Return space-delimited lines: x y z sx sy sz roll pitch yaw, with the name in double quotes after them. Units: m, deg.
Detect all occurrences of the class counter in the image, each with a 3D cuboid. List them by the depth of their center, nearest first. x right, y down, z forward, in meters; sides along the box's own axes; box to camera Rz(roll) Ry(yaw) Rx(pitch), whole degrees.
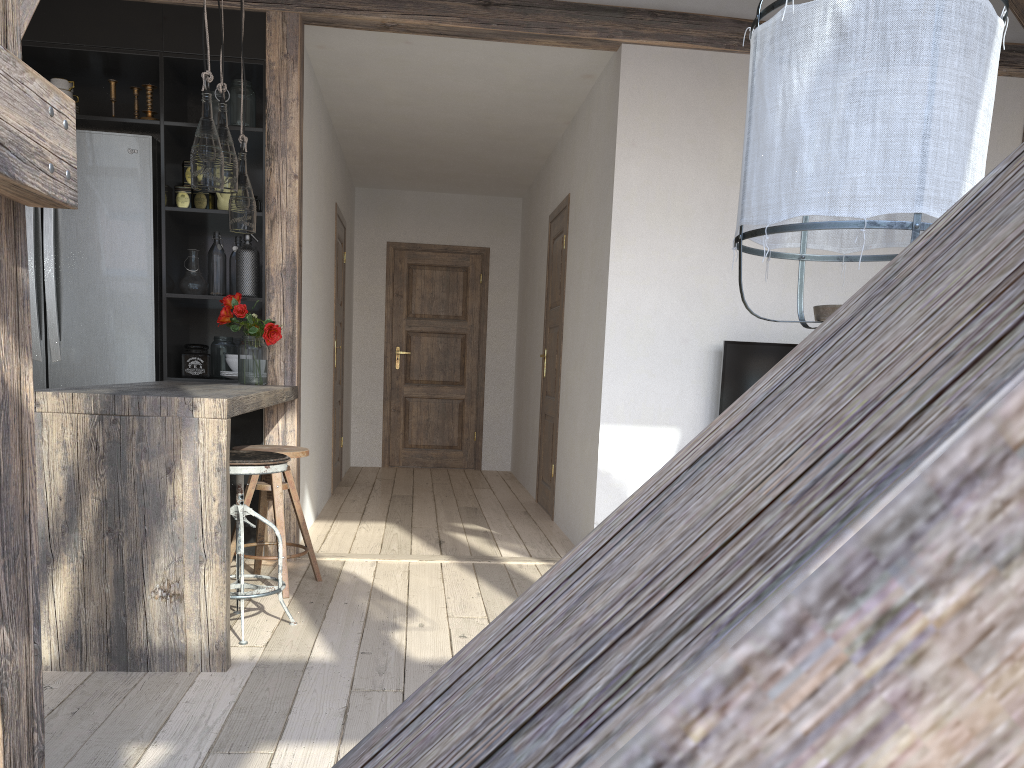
-1.948 0.434 2.261 2.242 0.863 3.771 2 1 -6 "counter"

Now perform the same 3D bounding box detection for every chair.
-0.976 0.566 3.154 0.352 0.645 0.350 6 7 27 "chair"
-1.031 0.572 3.763 0.340 0.604 0.337 4 7 14 "chair"

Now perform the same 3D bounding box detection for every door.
0.270 -0.152 6.006 0.082 2.100 0.828 2 7 -6 "door"
-1.315 -0.234 6.682 0.082 2.100 0.828 2 7 -6 "door"
-0.714 -0.234 8.181 0.941 2.101 0.080 2 8 -6 "door"

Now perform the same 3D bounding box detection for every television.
1.558 0.166 4.388 1.103 0.717 0.203 2 8 -6 "television"

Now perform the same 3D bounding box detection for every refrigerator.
-2.161 -0.176 4.373 0.944 1.949 0.838 2 7 -6 "refrigerator"

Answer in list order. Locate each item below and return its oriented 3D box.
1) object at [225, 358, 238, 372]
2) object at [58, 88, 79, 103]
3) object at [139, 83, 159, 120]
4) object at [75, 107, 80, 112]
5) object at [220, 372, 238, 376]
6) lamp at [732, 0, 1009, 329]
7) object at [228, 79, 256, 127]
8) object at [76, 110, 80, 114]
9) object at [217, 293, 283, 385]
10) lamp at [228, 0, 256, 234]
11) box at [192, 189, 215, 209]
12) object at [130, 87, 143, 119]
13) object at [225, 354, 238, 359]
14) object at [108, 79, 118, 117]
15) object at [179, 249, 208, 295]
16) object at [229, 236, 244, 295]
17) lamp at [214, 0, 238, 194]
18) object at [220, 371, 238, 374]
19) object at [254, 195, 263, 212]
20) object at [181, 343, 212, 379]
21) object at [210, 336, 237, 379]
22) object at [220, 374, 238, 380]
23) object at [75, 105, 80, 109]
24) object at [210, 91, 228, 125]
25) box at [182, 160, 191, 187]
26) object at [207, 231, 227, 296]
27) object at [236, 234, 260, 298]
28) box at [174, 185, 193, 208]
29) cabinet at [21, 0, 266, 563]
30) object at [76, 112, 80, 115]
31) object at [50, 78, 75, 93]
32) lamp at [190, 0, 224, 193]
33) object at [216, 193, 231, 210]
-1.316 -0.080 4.305 0.162 0.086 0.161 3 3 7 "object"
-2.026 -1.283 3.969 0.094 0.068 0.105 3 3 4 "object"
-1.640 -1.274 3.983 0.096 0.175 0.095 -2 8 -32 "object"
-2.032 -1.239 3.971 0.148 0.026 0.148 3 2 35 "object"
-1.318 -0.040 4.311 0.214 0.025 0.213 2 1 -38 "object"
0.624 -1.051 1.420 0.404 1.923 0.396 8 9 35 "lamp"
-1.238 -1.274 4.035 0.125 0.209 0.123 2 6 -2 "object"
-2.032 -1.228 3.973 0.148 0.026 0.148 3 2 35 "object"
-1.190 -0.205 4.023 0.310 0.421 0.249 5 7 27 "object"
-1.005 -1.286 3.473 0.226 1.361 0.107 2 8 -4 "lamp"
-1.452 -0.863 4.150 0.083 0.115 0.081 3 6 4 "box"
-1.726 -1.279 4.044 0.062 0.175 0.061 5 8 22 "object"
-1.315 -0.099 4.302 0.162 0.086 0.161 3 3 7 "object"
-1.797 -1.278 3.965 0.059 0.170 0.058 0 8 -21 "object"
-1.533 -0.532 4.236 0.132 0.223 0.130 3 6 6 "object"
-1.332 -0.564 4.286 0.085 0.306 0.085 9 10 40 "object"
-0.977 -1.332 3.158 0.239 1.256 0.106 3 8 6 "lamp"
-1.317 -0.048 4.310 0.214 0.025 0.213 1 2 -43 "object"
-1.215 -0.844 4.130 0.093 0.097 0.073 2 6 -6 "object"
-1.518 -0.111 4.238 0.134 0.167 0.132 1 6 -16 "object"
-1.449 -0.133 4.423 0.125 0.209 0.123 0 7 -20 "object"
-1.318 -0.032 4.312 0.213 0.025 0.214 4 2 42 "object"
-2.031 -1.251 3.970 0.148 0.026 0.148 3 2 35 "object"
-1.371 -1.264 4.112 0.125 0.175 0.125 6 7 33 "object"
-1.500 -0.978 4.120 0.083 0.115 0.082 0 6 -26 "box"
-1.396 -0.565 4.164 0.086 0.306 0.084 1 8 -14 "object"
-1.250 -0.583 4.160 0.108 0.355 0.107 6 8 24 "object"
-1.540 -0.867 4.145 0.083 0.115 0.081 2 6 -6 "box"
-2.003 -0.405 2.336 2.093 2.538 4.167 2 3 -6 "cabinet"
-2.033 -1.216 3.975 0.148 0.023 0.148 3 1 20 "object"
-2.019 -1.327 3.959 0.106 0.068 0.093 1 4 -21 "object"
-0.940 -1.299 2.877 0.225 1.307 0.106 2 8 -4 "lamp"
-1.334 -0.887 4.170 0.149 0.172 0.134 1 6 -20 "object"
